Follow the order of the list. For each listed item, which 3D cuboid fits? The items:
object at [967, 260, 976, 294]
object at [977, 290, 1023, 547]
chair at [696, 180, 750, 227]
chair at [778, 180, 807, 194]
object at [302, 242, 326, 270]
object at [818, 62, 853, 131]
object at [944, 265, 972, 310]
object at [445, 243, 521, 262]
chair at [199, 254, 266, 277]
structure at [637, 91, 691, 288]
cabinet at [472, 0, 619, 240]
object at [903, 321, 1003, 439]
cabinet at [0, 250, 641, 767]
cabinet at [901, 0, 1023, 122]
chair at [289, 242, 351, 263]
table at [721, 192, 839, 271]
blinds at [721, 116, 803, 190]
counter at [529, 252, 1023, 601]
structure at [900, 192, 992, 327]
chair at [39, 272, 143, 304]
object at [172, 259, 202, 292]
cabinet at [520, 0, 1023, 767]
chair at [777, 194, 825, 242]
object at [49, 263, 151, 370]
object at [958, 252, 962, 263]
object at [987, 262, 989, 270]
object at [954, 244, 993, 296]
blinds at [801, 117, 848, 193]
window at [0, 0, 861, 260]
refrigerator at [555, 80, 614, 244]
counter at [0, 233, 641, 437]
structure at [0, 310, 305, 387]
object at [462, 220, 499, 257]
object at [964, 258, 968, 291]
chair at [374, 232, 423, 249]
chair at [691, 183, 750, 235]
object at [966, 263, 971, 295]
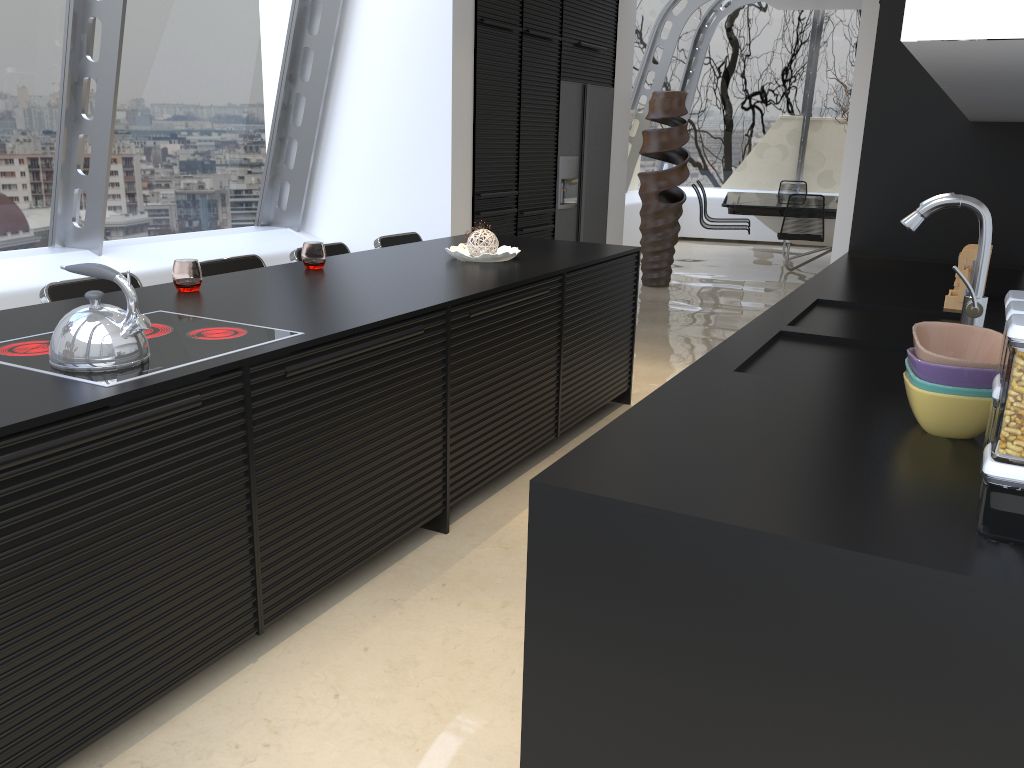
[{"bbox_3d":[1.624,-0.344,3.141,0.019,0.196,0.022,6,16,16],"label":"object"},{"bbox_3d":[0.800,0.040,1.367,0.113,0.315,0.365,10,18,26],"label":"object"},{"bbox_3d":[2.606,-2.227,10.919,0.688,0.519,0.446,5,16,14],"label":"chair"},{"bbox_3d":[3.616,-2.343,11.429,0.446,0.519,0.688,5,16,14],"label":"chair"},{"bbox_3d":[-0.802,-0.519,3.592,0.095,0.106,0.095,9,17,25],"label":"object"},{"bbox_3d":[3.902,-2.762,9.704,1.135,1.549,1.031,3,16,6],"label":"object"},{"bbox_3d":[1.594,-0.326,3.129,0.100,0.170,0.173,10,18,28],"label":"object"},{"bbox_3d":[-0.132,-0.584,4.023,0.334,0.078,0.329,6,16,14],"label":"object"},{"bbox_3d":[-1.069,-0.104,3.855,0.460,0.857,0.418,10,18,27],"label":"chair"},{"bbox_3d":[1.445,-1.852,8.547,0.493,1.843,0.498,9,17,24],"label":"structure"},{"bbox_3d":[-0.036,-1.795,6.865,0.831,2.558,2.252,10,18,28],"label":"cabinet"},{"bbox_3d":[0.871,-0.001,1.739,0.185,0.205,0.205,6,16,15],"label":"object"},{"bbox_3d":[-0.667,0.066,3.328,1.007,0.838,3.800,9,18,26],"label":"cabinet"},{"bbox_3d":[1.491,-1.059,2.518,0.343,0.515,3.741,9,18,26],"label":"cabinet"},{"bbox_3d":[-0.781,-0.240,4.366,0.460,0.857,0.418,10,18,27],"label":"chair"},{"bbox_3d":[3.959,-1.693,10.172,3.031,0.759,2.494,5,16,14],"label":"table"},{"bbox_3d":[3.142,-2.801,12.889,1.829,2.118,0.663,5,16,14],"label":"blinds"},{"bbox_3d":[1.252,-0.197,2.879,0.804,0.025,3.738,9,18,26],"label":"counter"},{"bbox_3d":[1.176,-0.254,2.446,0.248,0.536,0.115,9,17,25],"label":"structure"},{"bbox_3d":[-1.390,0.047,3.288,0.460,0.857,0.418,10,18,27],"label":"chair"},{"bbox_3d":[-1.110,-0.370,3.031,0.095,0.106,0.095,-12,21,-40],"label":"object"},{"bbox_3d":[1.598,-0.943,3.321,0.831,2.901,5.157,9,18,26],"label":"cabinet"},{"bbox_3d":[2.976,-1.700,9.082,0.446,0.519,0.688,5,16,14],"label":"chair"},{"bbox_3d":[-0.985,-0.172,2.100,0.221,0.230,0.221,-8,18,-30],"label":"object"},{"bbox_3d":[1.674,-0.396,3.317,0.040,0.192,0.042,-2,16,-11],"label":"object"},{"bbox_3d":[1.661,-0.346,3.143,0.040,0.192,0.042,-6,17,-24],"label":"object"},{"bbox_3d":[1.724,-0.405,3.326,0.104,0.223,0.200,10,18,27],"label":"object"},{"bbox_3d":[4.778,-3.109,12.184,1.430,1.027,0.329,5,16,14],"label":"blinds"},{"bbox_3d":[5.451,-1.229,4.758,16.171,3.674,16.693,7,17,20],"label":"window"},{"bbox_3d":[0.503,-1.557,7.328,0.234,1.742,1.006,10,18,26],"label":"refrigerator"},{"bbox_3d":[-0.656,-0.346,3.212,1.006,0.018,3.800,9,18,26],"label":"counter"},{"bbox_3d":[-0.970,-0.090,2.305,0.562,0.041,0.640,9,18,26],"label":"structure"},{"bbox_3d":[-0.129,-0.646,4.018,0.165,0.191,0.190,-9,19,-33],"label":"object"},{"bbox_3d":[1.618,-0.354,3.165,0.040,0.192,0.042,-5,17,-23],"label":"object"},{"bbox_3d":[-0.468,-0.387,4.918,0.460,0.857,0.418,10,18,27],"label":"chair"},{"bbox_3d":[2.370,-1.990,10.056,0.688,0.519,0.446,5,16,14],"label":"chair"},{"bbox_3d":[1.623,-0.346,3.151,0.020,0.196,0.018,13,20,36],"label":"object"}]
